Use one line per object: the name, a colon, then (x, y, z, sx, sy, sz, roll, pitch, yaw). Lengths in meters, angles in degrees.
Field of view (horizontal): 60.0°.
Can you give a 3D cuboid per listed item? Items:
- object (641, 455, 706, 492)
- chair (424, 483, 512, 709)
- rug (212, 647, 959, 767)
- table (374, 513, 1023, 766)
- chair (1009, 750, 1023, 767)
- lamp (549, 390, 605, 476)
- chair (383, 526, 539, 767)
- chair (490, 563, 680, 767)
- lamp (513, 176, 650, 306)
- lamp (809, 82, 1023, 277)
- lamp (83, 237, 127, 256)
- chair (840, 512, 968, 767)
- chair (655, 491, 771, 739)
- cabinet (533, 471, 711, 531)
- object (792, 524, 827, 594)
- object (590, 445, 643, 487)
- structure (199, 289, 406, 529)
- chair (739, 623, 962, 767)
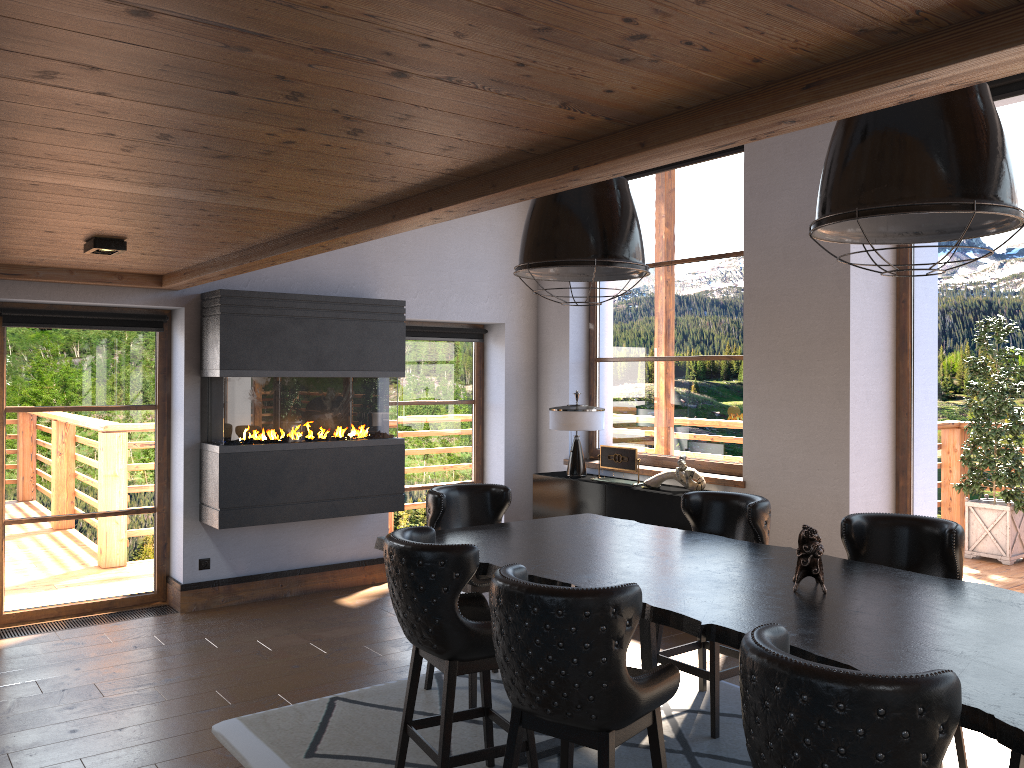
object: (1.200, 0.661, 6.611, 0.496, 0.262, 0.182, 0, 0, 21)
chair: (-0.185, 1.109, 4.751, 0.510, 1.092, 0.561, 0, 0, -38)
rug: (1.168, 1.681, 2.854, 2.581, 0.047, 5.567, 0, 1, -37)
table: (1.030, 1.223, 3.150, 1.446, 0.950, 3.753, 0, 1, -37)
chair: (2.054, 1.147, 3.056, 0.574, 1.092, 0.499, 0, 0, -28)
lamp: (0.546, 0.416, 7.454, 0.474, 0.725, 0.465, 0, 0, -27)
chair: (-0.221, 1.131, 3.490, 0.574, 1.092, 0.499, 0, 0, -28)
chair: (0.208, 1.130, 2.799, 0.498, 1.092, 0.575, 0, 0, 37)
lamp: (0.328, -2.703, 4.043, 0.619, 4.685, 0.623, 0, 0, 8)
lamp: (1.262, -2.686, 2.776, 0.619, 4.685, 0.623, 0, 0, 8)
lamp: (-2.087, -0.709, 4.545, 0.157, 0.068, 0.258, 0, 1, -37)
chair: (1.626, 1.129, 3.747, 0.498, 1.092, 0.575, 0, 0, 37)
chair: (1.021, 1.118, 4.483, 0.575, 1.092, 0.498, 0, 0, -38)
cabinet: (0.886, 1.112, 7.047, 0.407, 0.655, 1.845, 0, 0, -36)
object: (1.092, 0.629, 3.256, 0.115, 0.253, 0.222, 0, 0, 16)
object: (0.844, 0.640, 7.030, 0.152, 0.287, 0.494, 0, 0, -36)
structure: (-1.549, 0.169, 6.686, 1.461, 1.649, 0.428, 0, 0, -37)
chair: (0.813, 1.141, 2.063, 0.575, 1.092, 0.498, 0, 0, -38)
